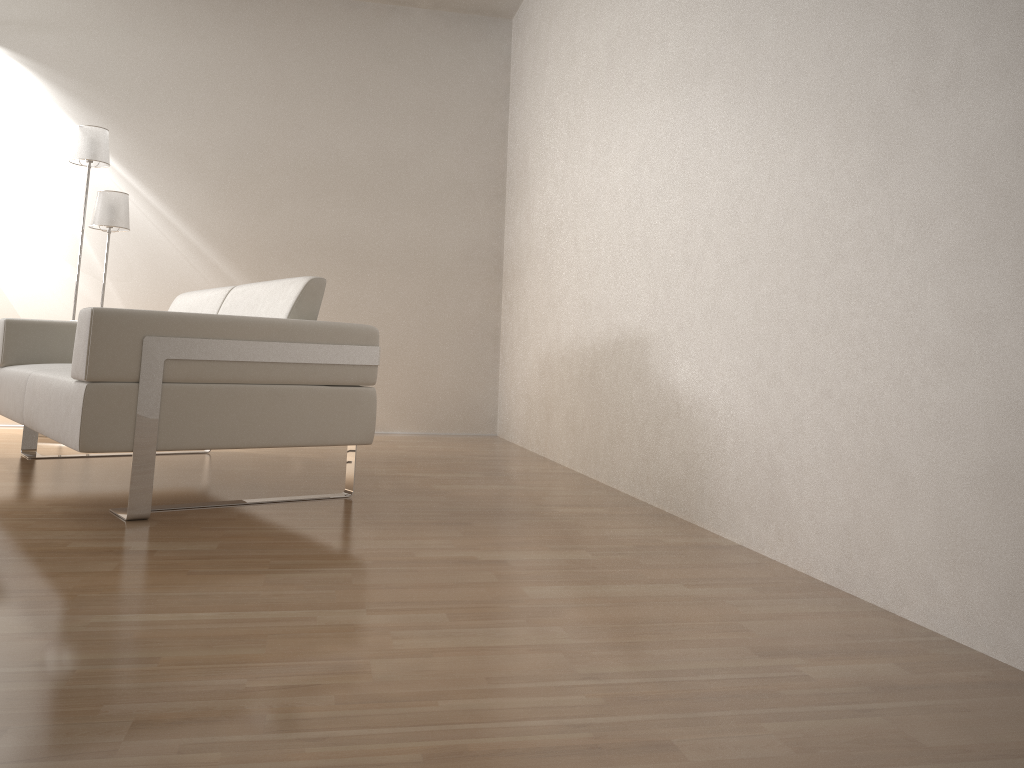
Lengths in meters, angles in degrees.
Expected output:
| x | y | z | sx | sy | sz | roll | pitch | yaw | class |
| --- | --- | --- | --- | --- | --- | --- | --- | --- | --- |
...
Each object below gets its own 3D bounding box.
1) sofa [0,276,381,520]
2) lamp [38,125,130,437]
| x | y | z | sx | sy | sz | roll | pitch | yaw | class |
| --- | --- | --- | --- | --- | --- | --- | --- | --- | --- |
| -1.333 | -0.031 | 3.323 | 0.900 | 0.750 | 1.776 | 4 | -1 | -37 | sofa |
| -2.267 | -0.565 | 4.714 | 0.365 | 1.700 | 0.204 | 1 | -8 | 8 | lamp |
